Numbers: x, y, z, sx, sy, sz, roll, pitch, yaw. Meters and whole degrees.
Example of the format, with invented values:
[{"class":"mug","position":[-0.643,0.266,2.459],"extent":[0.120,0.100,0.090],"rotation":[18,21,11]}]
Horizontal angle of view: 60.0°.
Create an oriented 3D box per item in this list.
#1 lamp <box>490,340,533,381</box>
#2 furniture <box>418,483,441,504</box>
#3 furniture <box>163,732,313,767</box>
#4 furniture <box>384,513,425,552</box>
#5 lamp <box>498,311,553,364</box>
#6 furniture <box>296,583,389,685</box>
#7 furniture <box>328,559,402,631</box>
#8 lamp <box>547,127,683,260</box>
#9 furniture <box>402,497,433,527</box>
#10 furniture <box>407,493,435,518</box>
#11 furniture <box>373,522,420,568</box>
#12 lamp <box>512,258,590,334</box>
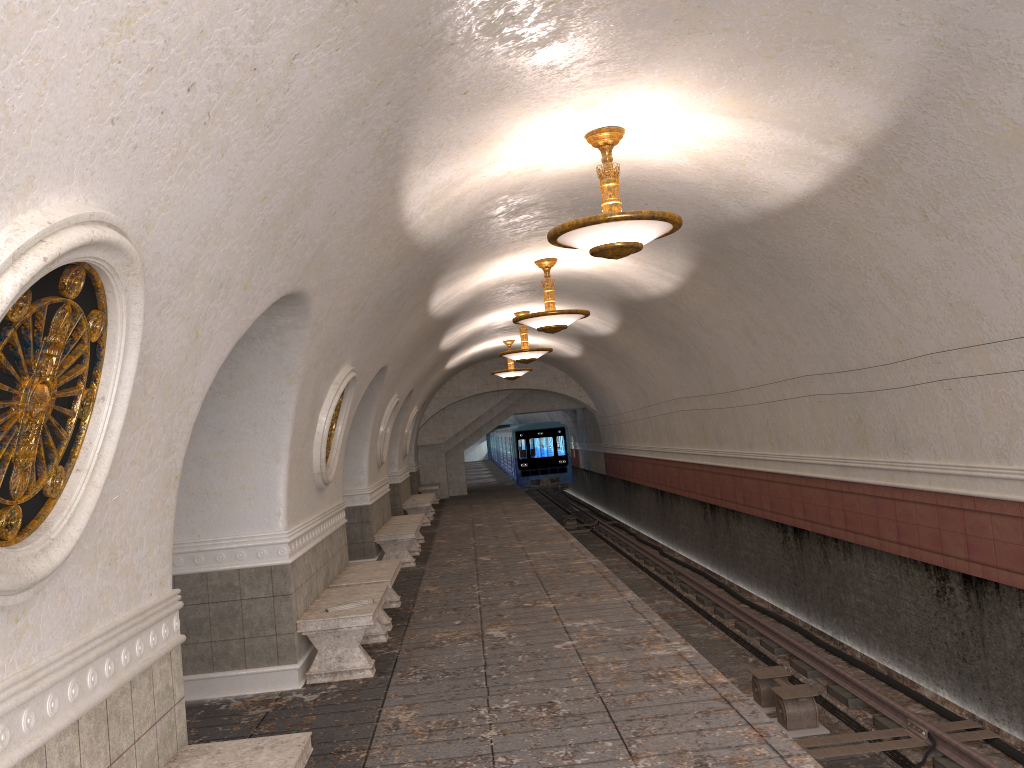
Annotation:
[{"class":"lamp","position":[-0.033,-0.555,21.077],"extent":[1.008,0.955,1.008],"rotation":[-8,-4,42]},{"class":"furniture","position":[-2.405,3.222,26.010],"extent":[0.613,0.508,1.509],"rotation":[-5,-3,-3]},{"class":"furniture","position":[-1.200,1.899,3.468],"extent":[0.613,0.508,1.509],"rotation":[-5,-3,-3]},{"class":"furniture","position":[-1.841,2.603,15.460],"extent":[0.613,0.508,1.509],"rotation":[-5,-3,-3]},{"class":"lamp","position":[0.225,-0.837,16.263],"extent":[1.008,0.955,1.008],"rotation":[-6,-3,13]},{"class":"furniture","position":[-1.430,2.153,7.782],"extent":[0.613,0.508,1.509],"rotation":[-5,-3,-3]},{"class":"furniture","position":[-1.520,2.251,9.458],"extent":[0.613,0.508,1.509],"rotation":[-5,-3,-3]},{"class":"lamp","position":[0.740,-1.402,6.635],"extent":[1.008,0.955,1.008],"rotation":[-4,-3,-19]},{"class":"furniture","position":[-2.069,2.854,19.728],"extent":[0.613,0.508,1.509],"rotation":[-5,-3,-3]},{"class":"furniture","position":[-2.159,2.952,21.404],"extent":[0.613,0.508,1.509],"rotation":[-5,-3,-3]},{"class":"furniture","position":[-1.751,2.505,13.784],"extent":[0.613,0.508,1.509],"rotation":[-5,-3,-3]},{"class":"lamp","position":[0.482,-1.120,11.450],"extent":[1.008,0.955,1.008],"rotation":[-6,-3,13]}]
